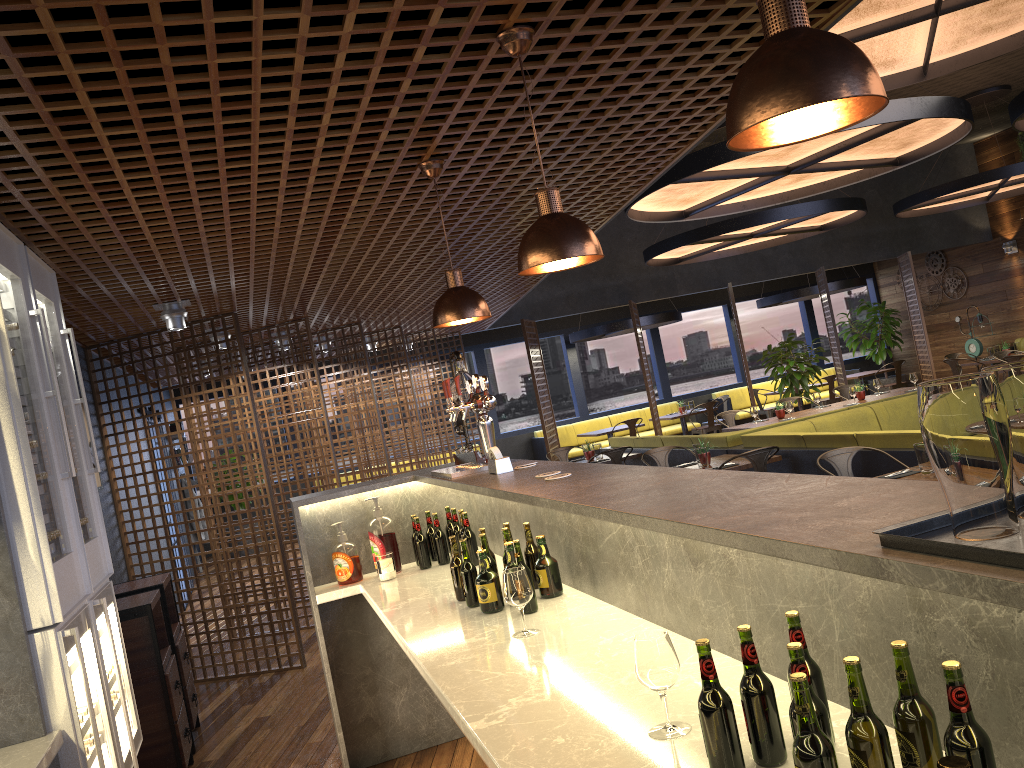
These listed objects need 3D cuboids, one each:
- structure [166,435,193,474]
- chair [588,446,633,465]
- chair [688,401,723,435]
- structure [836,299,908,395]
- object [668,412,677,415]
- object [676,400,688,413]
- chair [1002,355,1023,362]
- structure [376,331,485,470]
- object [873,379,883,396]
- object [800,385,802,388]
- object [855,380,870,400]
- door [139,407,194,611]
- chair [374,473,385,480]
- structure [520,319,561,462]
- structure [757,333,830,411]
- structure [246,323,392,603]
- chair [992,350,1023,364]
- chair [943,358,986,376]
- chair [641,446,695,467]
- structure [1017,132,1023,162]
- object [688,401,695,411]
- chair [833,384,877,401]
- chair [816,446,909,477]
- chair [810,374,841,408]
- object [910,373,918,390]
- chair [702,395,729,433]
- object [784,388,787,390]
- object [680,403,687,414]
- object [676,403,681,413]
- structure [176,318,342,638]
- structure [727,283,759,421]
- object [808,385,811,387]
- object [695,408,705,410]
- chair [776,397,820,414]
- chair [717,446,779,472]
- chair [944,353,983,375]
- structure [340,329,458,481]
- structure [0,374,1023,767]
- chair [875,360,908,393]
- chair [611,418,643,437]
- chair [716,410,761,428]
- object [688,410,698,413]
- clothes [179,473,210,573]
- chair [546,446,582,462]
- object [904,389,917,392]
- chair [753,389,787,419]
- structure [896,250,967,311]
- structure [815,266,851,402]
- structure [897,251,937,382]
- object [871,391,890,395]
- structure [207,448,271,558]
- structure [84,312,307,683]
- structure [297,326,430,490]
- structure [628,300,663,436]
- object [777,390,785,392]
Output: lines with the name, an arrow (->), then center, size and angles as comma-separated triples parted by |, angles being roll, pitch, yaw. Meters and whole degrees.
structure -> -4.854, 1.033, 13.123 | 0.293, 0.563, 1.220 | -11, -1, -17
chair -> 1.112, 1.139, 9.589 | 0.504, 0.917, 0.541 | -11, -1, -17
chair -> 3.272, 0.758, 14.849 | 0.504, 0.917, 0.541 | -11, -1, -17
structure -> 7.520, -0.705, 18.153 | 1.493, 2.184, 1.272 | -11, -1, -17
object -> 2.890, 0.524, 15.839 | 0.255, 0.019, 0.157 | -11, -1, -17
object -> 2.974, 0.376, 15.528 | 0.238, 0.271, 0.260 | -11, -1, 5
chair -> 6.726, 0.034, 11.432 | 0.541, 0.917, 0.504 | -11, -1, -17
structure -> -1.099, 0.704, 12.643 | 1.319, 2.700, 0.050 | -11, -1, 13
object -> 4.632, 0.039, 11.230 | 0.097, 0.206, 0.097 | -12, -1, 29
object -> 5.210, -0.020, 16.038 | 0.102, 0.178, 0.102 | -11, -1, -31
object -> 4.307, 0.066, 11.002 | 0.238, 0.271, 0.260 | -11, -1, 5
door -> -4.188, 1.456, 10.837 | 0.052, 2.386, 2.441 | -11, -1, -17
chair -> -1.929, 1.783, 13.229 | 0.504, 0.917, 0.541 | -11, -1, -17
structure -> 0.499, 0.388, 12.983 | 0.050, 2.700, 0.852 | -11, -1, 13
structure -> 4.300, 0.110, 13.454 | 0.993, 1.763, 1.166 | -12, -1, 43
structure -> -1.901, 0.831, 9.124 | 1.319, 2.700, 0.050 | -11, -1, 13
chair -> 7.084, -0.029, 12.336 | 0.504, 0.917, 0.541 | -11, -1, -17
chair -> 6.883, 0.021, 13.344 | 0.541, 0.917, 0.504 | -11, -1, -17
chair -> 1.549, 1.039, 8.198 | 0.504, 0.917, 0.541 | -11, -1, -17
structure -> 10.226, -2.545, 10.863 | 0.918, 4.593, 9.182 | -11, -1, -18
object -> 3.141, 0.389, 15.496 | 0.102, 0.178, 0.102 | -11, -1, -31
chair -> 4.655, 0.452, 11.830 | 0.504, 0.917, 0.541 | -11, -1, -17
chair -> 2.304, 0.863, 5.613 | 0.504, 0.917, 0.541 | -11, -1, -17
chair -> 5.527, 0.313, 15.552 | 0.504, 0.917, 0.541 | -11, -1, -17
object -> 4.983, -0.034, 10.985 | 0.097, 0.206, 0.097 | -12, -1, 29
chair -> 3.646, 0.691, 15.684 | 0.541, 0.917, 0.504 | -11, -1, -17
object -> 5.123, 0.084, 16.533 | 0.255, 0.019, 0.157 | -11, -1, -17
object -> 2.977, 0.421, 15.344 | 0.102, 0.178, 0.102 | -11, -1, -31
object -> 2.968, 0.426, 15.703 | 0.102, 0.178, 0.102 | -11, -1, -31
structure -> -2.169, 0.873, 7.951 | 1.319, 2.700, 0.050 | -11, -1, 13
structure -> 3.689, -0.241, 13.977 | 0.050, 2.700, 0.852 | -11, -1, 13
object -> 5.319, 0.039, 15.901 | 0.255, 0.019, 0.157 | -11, -1, -17
object -> 3.290, 0.442, 15.591 | 0.157, 0.019, 0.255 | -11, -1, -17
chair -> 3.810, 0.619, 11.567 | 0.504, 0.917, 0.541 | -11, -1, -17
chair -> 1.904, 0.956, 7.006 | 0.504, 0.917, 0.541 | -11, -1, -17
chair -> 7.353, -0.065, 14.271 | 0.504, 0.917, 0.541 | -11, -1, -17
structure -> -1.366, 0.746, 11.470 | 1.319, 2.700, 0.050 | -11, -1, 13
structure -> -0.085, 0.395, 1.519 | 2.700, 2.700, 9.298 | -11, -1, -17
chair -> 6.868, 0.049, 15.971 | 0.504, 0.917, 0.541 | -11, -1, -17
chair -> 1.930, 1.022, 14.431 | 0.504, 0.917, 0.541 | -11, -1, -17
chair -> 2.959, 0.786, 11.302 | 0.504, 0.917, 0.541 | -11, -1, -17
object -> 3.086, 0.479, 15.207 | 0.255, 0.019, 0.157 | -11, -1, -17
clothes -> -4.621, 2.027, 13.104 | 0.401, 1.494, 0.423 | -11, -1, -21
chair -> 0.763, 1.221, 10.762 | 0.504, 0.917, 0.541 | -11, -1, -17
object -> 4.910, 0.075, 10.837 | 0.157, 0.019, 0.255 | -11, -1, -17
chair -> 4.676, 0.488, 16.069 | 0.541, 0.917, 0.504 | -11, -1, -17
structure -> 8.278, -2.044, 17.590 | 0.058, 1.178, 1.791 | -11, -1, -17
structure -> 5.284, -0.556, 14.474 | 0.050, 2.700, 0.852 | -11, -1, 13
structure -> 6.879, -0.870, 14.971 | 0.050, 2.700, 0.852 | -11, -1, 13
object -> 4.742, 0.114, 11.376 | 0.157, 0.019, 0.255 | -11, -1, -17
structure -> -4.458, 1.873, 14.491 | 0.993, 1.763, 1.166 | -12, -1, 43
structure -> -2.437, 0.916, 6.779 | 1.319, 2.700, 0.050 | -11, -1, 13
structure -> -1.634, 0.789, 10.297 | 1.319, 2.700, 0.050 | -11, -1, 13
structure -> 2.094, 0.073, 13.480 | 0.050, 2.700, 0.852 | -11, -1, 13
object -> 4.930, 0.119, 16.153 | 0.157, 0.019, 0.255 | -11, -1, -17
